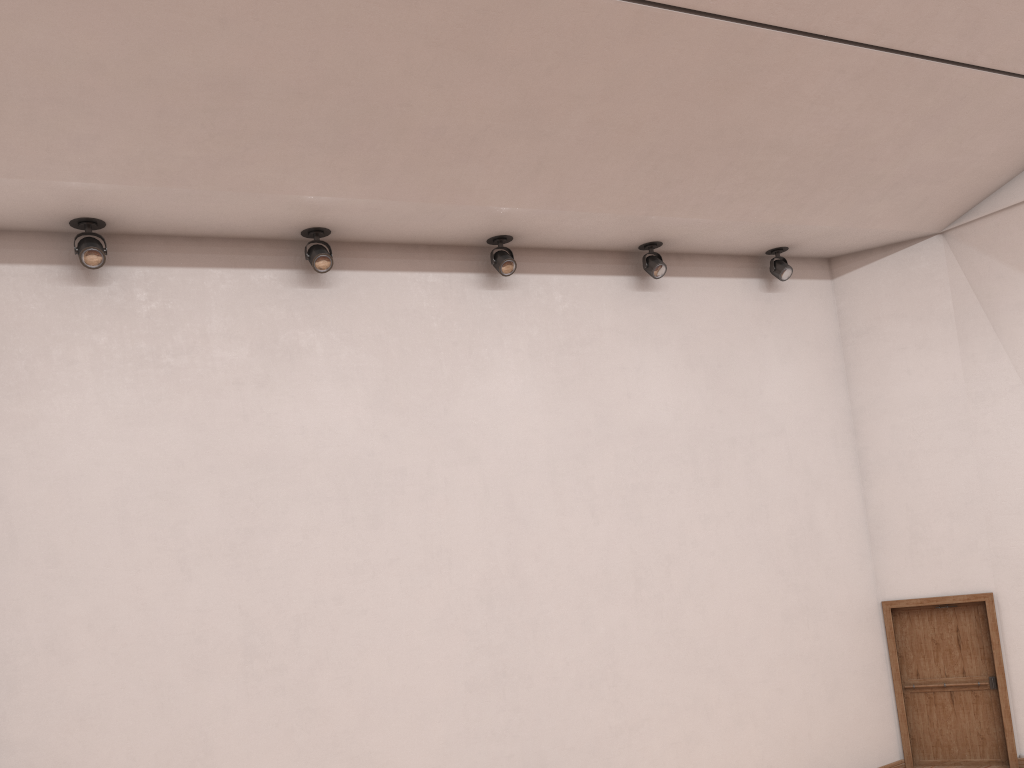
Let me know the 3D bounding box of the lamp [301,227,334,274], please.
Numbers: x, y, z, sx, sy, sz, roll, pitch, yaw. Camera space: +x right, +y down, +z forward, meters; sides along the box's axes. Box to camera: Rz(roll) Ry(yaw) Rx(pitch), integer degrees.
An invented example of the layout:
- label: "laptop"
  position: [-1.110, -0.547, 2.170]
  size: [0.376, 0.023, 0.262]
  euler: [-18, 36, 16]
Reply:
- label: "lamp"
  position: [-0.196, -0.133, 0.891]
  size: [0.030, 0.043, 0.033]
  euler: [-6, -5, -17]

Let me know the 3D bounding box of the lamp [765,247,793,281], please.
- label: "lamp"
  position: [0.360, -0.159, 1.181]
  size: [0.030, 0.043, 0.033]
  euler: [-6, -5, -17]

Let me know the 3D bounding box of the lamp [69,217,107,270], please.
- label: "lamp"
  position: [-0.381, -0.124, 0.794]
  size: [0.030, 0.043, 0.033]
  euler: [-6, -5, -17]

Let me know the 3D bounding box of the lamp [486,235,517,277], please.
- label: "lamp"
  position: [-0.011, -0.141, 0.988]
  size: [0.030, 0.043, 0.033]
  euler: [-6, -5, -17]

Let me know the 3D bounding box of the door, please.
- label: "door"
  position: [0.605, 0.413, 1.220]
  size: [0.141, 0.238, 0.024]
  euler: [-9, -2, 24]

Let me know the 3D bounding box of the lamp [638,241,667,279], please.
- label: "lamp"
  position: [0.175, -0.150, 1.085]
  size: [0.030, 0.043, 0.033]
  euler: [-4, -6, -39]
